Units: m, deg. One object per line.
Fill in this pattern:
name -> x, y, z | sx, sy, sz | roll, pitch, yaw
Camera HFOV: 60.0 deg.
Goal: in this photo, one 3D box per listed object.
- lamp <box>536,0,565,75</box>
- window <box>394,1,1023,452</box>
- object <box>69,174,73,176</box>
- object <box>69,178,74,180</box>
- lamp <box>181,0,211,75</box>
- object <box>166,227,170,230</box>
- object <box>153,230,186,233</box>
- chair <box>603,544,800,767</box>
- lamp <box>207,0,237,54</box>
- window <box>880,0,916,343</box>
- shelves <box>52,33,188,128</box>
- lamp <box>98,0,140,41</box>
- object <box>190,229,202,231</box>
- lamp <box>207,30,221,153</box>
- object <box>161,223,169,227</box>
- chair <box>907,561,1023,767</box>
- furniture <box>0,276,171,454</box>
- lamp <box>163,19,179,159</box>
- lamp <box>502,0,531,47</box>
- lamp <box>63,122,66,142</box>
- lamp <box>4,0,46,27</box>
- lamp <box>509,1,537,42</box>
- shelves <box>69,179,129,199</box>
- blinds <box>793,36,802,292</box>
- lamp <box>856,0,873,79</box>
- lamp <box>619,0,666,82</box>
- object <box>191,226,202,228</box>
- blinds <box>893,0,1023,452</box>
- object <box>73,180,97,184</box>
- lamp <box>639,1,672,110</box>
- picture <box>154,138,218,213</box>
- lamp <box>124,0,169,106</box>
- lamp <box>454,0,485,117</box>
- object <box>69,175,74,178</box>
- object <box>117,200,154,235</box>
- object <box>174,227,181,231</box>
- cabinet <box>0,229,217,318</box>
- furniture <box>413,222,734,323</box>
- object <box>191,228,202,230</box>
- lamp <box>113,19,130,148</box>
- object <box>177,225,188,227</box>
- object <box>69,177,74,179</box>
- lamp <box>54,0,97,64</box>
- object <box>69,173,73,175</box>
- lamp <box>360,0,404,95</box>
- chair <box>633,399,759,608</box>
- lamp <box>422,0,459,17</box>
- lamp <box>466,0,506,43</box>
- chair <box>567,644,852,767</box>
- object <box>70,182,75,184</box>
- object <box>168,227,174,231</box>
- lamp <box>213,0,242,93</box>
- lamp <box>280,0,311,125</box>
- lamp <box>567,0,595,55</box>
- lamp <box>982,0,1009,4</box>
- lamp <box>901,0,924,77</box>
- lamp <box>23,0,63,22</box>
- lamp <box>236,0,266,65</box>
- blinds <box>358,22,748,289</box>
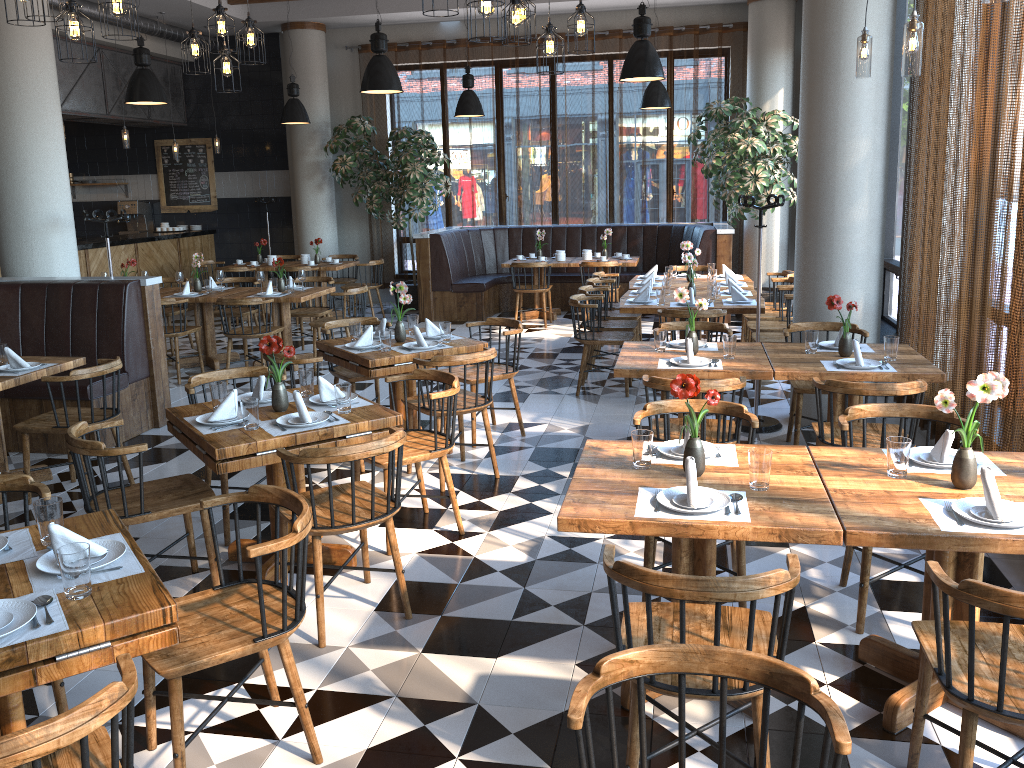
lamp -> 0.217, -2.978, 5.426 | 0.175, 2.055, 0.176 | -2, 11, -3
window -> 2.035, -1.771, 6.803 | 4.494, 3.140, 15.248 | -4, 13, -12
object -> -7.085, -3.340, 14.205 | 0.100, 0.036, 0.100 | 1, 13, 13
object -> -7.088, -3.286, 14.219 | 0.100, 0.042, 0.100 | -2, 13, -1
lamp -> -2.228, -3.178, 6.006 | 0.175, 2.055, 0.176 | -2, 11, -4
object -> -5.311, -2.396, 13.730 | 0.080, 0.065, 0.099 | 4, 13, 23
object -> -5.277, -2.357, 13.664 | 0.437, 0.018, 0.275 | 1, 13, 11
chair -> 0.529, 0.821, 2.527 | 0.519, 0.811, 0.554 | 1, 12, 11
lamp -> -1.955, -3.224, 5.732 | 0.175, 2.055, 0.176 | 4, 12, 29
window -> 3.520, -2.297, 8.918 | 0.365, 3.141, 5.007 | 1, 12, 11
shelves -> -5.956, -3.422, 11.060 | 0.682, 1.781, 5.912 | 1, 13, 11
lamp -> -2.087, -2.830, 4.475 | 0.175, 2.055, 0.176 | 7, 14, 38
object -> -4.964, -2.423, 13.922 | 0.176, 0.016, 0.176 | -13, 17, -42
lamp -> -4.325, -4.328, 12.768 | 0.078, 1.949, 0.078 | 8, 15, 42
object -> -5.471, -2.478, 13.972 | 0.130, 0.127, 0.130 | -9, 14, -32
chair -> 1.357, 0.836, 2.365 | 0.519, 0.811, 0.554 | 1, 12, 11
furniture -> -4.242, 0.463, 3.914 | 1.917, 1.141, 6.642 | 1, 13, 11
lamp -> -4.534, -3.974, 11.719 | 0.078, 1.949, 0.078 | 7, 14, 40
lamp -> 0.001, -3.132, 5.352 | 0.175, 2.055, 0.176 | -4, 11, -14
lamp -> -4.963, -3.613, 9.542 | 0.078, 1.949, 0.078 | -12, 15, -43
lamp -> -2.453, -2.810, 4.238 | 0.175, 2.055, 0.176 | -7, 12, -29
lamp -> 0.043, -3.234, 5.542 | 0.175, 2.055, 0.176 | -2, 11, -3
shelves -> -6.685, -3.114, 14.167 | 1.041, 0.295, 0.302 | 1, 12, 11
blinds -> 3.506, -2.637, 10.117 | 0.155, 3.554, 3.224 | 1, 12, 11
lamp -> 1.913, -2.649, 4.714 | 0.078, 1.949, 0.078 | -4, 11, -13
lamp -> 1.063, -3.451, 7.234 | 0.390, 1.850, 0.393 | -4, 11, -11
object -> -4.965, -2.462, 13.915 | 0.176, 0.016, 0.176 | -13, 17, -42
blinds -> 1.964, -0.813, 2.355 | 0.160, 3.552, 7.325 | 1, 13, 11
object -> -6.818, -3.237, 14.186 | 0.352, 0.060, 0.234 | 4, 14, 23
lamp -> 1.687, -4.190, 10.384 | 0.391, 1.850, 0.393 | 3, 12, 23
picture -> -5.138, -3.277, 13.970 | 0.980, 1.133, 0.021 | 1, 11, 11
lamp -> -3.443, -3.531, 8.118 | 0.390, 1.850, 0.393 | -4, 11, -11
lamp -> -0.554, -4.231, 10.824 | 0.390, 1.850, 0.393 | 1, 11, 14
object -> -7.085, -3.324, 14.208 | 0.100, 0.036, 0.100 | 4, 14, 22
object -> -5.983, -2.618, 13.962 | 0.355, 0.565, 0.554 | 1, 12, 11
object -> -5.140, -2.368, 13.587 | 0.080, 0.065, 0.099 | 4, 13, 23
cabinet -> -6.734, -1.234, 11.572 | 3.028, 1.156, 6.043 | 1, 13, 11
furniture -> 0.899, -1.555, 12.097 | 4.038, 1.141, 1.933 | 1, 13, 11
object -> -4.964, -2.433, 13.920 | 0.176, 0.016, 0.176 | -13, 17, -42
lamp -> -4.741, -3.842, 10.664 | 0.078, 1.949, 0.079 | 2, 11, 18
object -> -5.192, -2.486, 13.955 | 0.176, 0.016, 0.176 | -13, 17, -42
object -> -7.088, -3.306, 14.213 | 0.101, 0.057, 0.100 | 4, 13, 22
lamp -> -2.257, -2.667, 4.365 | 0.175, 2.055, 0.176 | -5, 11, -18
object -> -7.084, -3.361, 14.202 | 0.099, 0.047, 0.101 | 0, 13, 7
lamp -> -1.178, -3.490, 7.673 | 0.390, 1.850, 0.393 | -2, 11, -1
chair -> 0.779, 0.526, 3.785 | 0.519, 0.811, 0.554 | 1, 12, 11
lamp -> -0.368, -2.779, 4.048 | 0.175, 2.055, 0.176 | -2, 11, -3
lamp -> -0.146, -2.648, 4.033 | 0.175, 2.055, 0.176 | 5, 12, 30
chair -> 0.367, 1.014, 1.707 | 0.519, 0.811, 0.554 | 1, 12, 11
object -> -7.079, -3.229, 14.234 | 0.100, 0.036, 0.101 | 0, 13, 8
object -> -5.236, -2.370, 13.606 | 0.080, 0.065, 0.099 | 4, 13, 23
lamp -> -2.006, -3.048, 5.996 | 0.175, 2.055, 0.176 | 4, 12, 29
lamp -> -2.820, -4.271, 11.269 | 0.391, 1.850, 0.392 | -8, 13, -31
lamp -> 0.417, -3.130, 5.487 | 0.175, 2.055, 0.176 | -9, 13, -35
lamp -> 1.497, -2.163, 2.609 | 0.078, 1.949, 0.079 | 2, 11, 18
lamp -> 1.704, -2.295, 3.664 | 0.078, 1.949, 0.078 | -10, 14, -38
lamp -> -2.467, -2.911, 4.432 | 0.175, 2.055, 0.176 | -5, 11, -18
lamp -> -1.809, -3.206, 5.889 | 0.175, 2.055, 0.176 | 2, 11, 18
blinds -> 0.498, -3.160, 12.756 | 5.543, 3.554, 0.156 | 1, 11, 11
